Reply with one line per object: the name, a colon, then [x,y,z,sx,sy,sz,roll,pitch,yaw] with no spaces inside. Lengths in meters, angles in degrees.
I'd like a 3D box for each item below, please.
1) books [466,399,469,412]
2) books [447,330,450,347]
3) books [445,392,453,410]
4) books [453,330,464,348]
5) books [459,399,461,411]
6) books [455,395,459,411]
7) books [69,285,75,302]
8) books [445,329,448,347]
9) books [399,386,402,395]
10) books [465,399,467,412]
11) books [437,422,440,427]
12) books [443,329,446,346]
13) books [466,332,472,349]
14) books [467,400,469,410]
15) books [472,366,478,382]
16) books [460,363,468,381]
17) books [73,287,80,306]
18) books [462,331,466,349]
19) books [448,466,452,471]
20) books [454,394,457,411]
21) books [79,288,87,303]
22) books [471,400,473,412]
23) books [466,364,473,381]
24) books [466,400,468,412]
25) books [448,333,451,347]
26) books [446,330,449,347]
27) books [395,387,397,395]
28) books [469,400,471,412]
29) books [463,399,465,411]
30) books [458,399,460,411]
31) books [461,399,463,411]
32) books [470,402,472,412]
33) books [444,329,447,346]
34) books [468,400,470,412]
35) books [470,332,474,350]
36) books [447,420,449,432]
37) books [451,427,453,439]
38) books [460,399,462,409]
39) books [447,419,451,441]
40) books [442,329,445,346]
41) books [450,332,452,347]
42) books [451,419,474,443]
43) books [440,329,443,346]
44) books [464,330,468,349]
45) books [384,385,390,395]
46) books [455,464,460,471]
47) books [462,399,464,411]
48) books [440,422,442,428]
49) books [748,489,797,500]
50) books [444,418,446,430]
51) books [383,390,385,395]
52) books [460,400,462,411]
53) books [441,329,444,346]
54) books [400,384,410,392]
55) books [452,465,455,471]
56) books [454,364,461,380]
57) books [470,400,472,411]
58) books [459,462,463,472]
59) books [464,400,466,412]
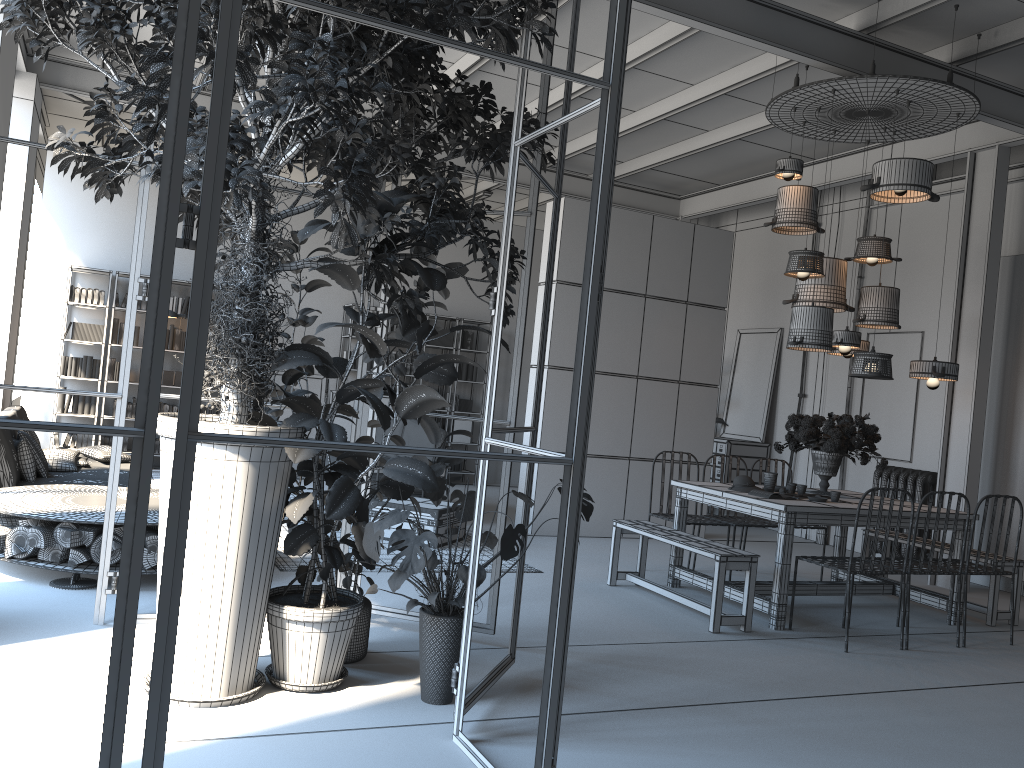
books: [-0.629,0.303,12.277,0.012,0.177,0.134,6,-1,-25]
books: [-0.890,-0.619,12.042,0.016,0.240,0.182,6,-1,-25]
books: [-0.868,0.239,12.215,0.043,0.245,0.170,6,-1,-25]
books: [-0.738,-0.632,12.172,0.048,0.299,0.243,6,-1,-25]
books: [-0.744,0.291,12.223,0.012,0.177,0.134,6,-1,-25]
books: [-0.777,0.260,12.247,0.015,0.232,0.176,6,-1,-25]
books: [-5.054,-1.024,10.188,0.037,0.209,0.284,6,-1,-25]
books: [-0.918,-0.622,12.029,0.016,0.240,0.182,6,-1,-25]
books: [-1.526,0.162,11.929,0.084,0.267,0.193,6,-1,-26]
books: [-0.660,0.300,12.262,0.012,0.177,0.134,6,-1,-25]
books: [-1.024,0.643,12.061,0.025,0.254,0.184,6,-1,-25]
books: [-0.947,-0.625,12.016,0.016,0.240,0.182,6,-1,-25]
books: [-0.626,-0.599,12.215,0.054,0.248,0.180,6,-1,-25]
books: [-0.640,0.302,12.272,0.012,0.177,0.134,6,-1,-25]
books: [-0.537,-0.152,12.268,0.057,0.244,0.180,6,-1,-25]
books: [-0.683,-0.200,12.180,0.071,0.304,0.224,6,-1,-25]
books: [-5.006,-1.006,10.202,0.062,0.205,0.272,6,-1,-25]
books: [-0.693,-0.601,12.190,0.030,0.241,0.194,6,-1,-28]
books: [-0.874,1.058,12.221,0.049,0.279,0.195,6,-1,-25]
books: [-0.818,0.253,12.234,0.053,0.229,0.162,6,-1,-17]
books: [-4.947,-1.005,10.229,0.062,0.195,0.266,6,-1,-25]
books: [-0.577,0.308,12.301,0.012,0.177,0.134,6,-1,-25]
books: [-0.612,-0.171,12.236,0.091,0.266,0.195,6,-1,-25]
books: [-0.650,0.301,12.267,0.012,0.177,0.134,6,-1,-25]
books: [-0.876,-0.618,12.049,0.016,0.240,0.182,6,-1,-25]
books: [-0.904,-0.621,12.036,0.016,0.240,0.182,6,-1,-25]
books: [-1.582,0.154,11.879,0.062,0.265,0.193,6,-1,-25]
books: [-0.608,0.305,12.287,0.012,0.177,0.134,6,-1,-25]
books: [-0.692,0.296,12.248,0.012,0.177,0.134,6,-1,-25]
books: [-0.754,0.290,12.219,0.012,0.177,0.134,6,-1,-25]
books: [-0.713,0.294,12.238,0.012,0.177,0.134,6,-1,-25]
books: [-0.587,0.307,12.296,0.012,0.177,0.134,6,-1,-25]
books: [-0.933,-0.624,12.022,0.016,0.240,0.182,6,-1,-25]
books: [-0.619,0.304,12.282,0.012,0.177,0.134,6,-1,-25]
books: [-0.580,-0.592,12.229,0.029,0.243,0.168,6,-1,-30]
books: [-0.736,0.651,12.244,0.343,0.312,0.040,6,-1,-25]
books: [-0.691,0.651,12.127,0.303,0.327,0.068,6,-1,-24]
books: [-0.733,0.292,12.228,0.012,0.177,0.134,6,-1,-25]
books: [-0.719,0.647,12.210,0.333,0.322,0.037,6,-1,-25]
books: [-0.961,-0.627,12.009,0.016,0.240,0.182,6,-1,-25]
books: [-0.862,-0.616,12.055,0.016,0.240,0.182,6,-1,-25]
books: [-0.669,0.652,12.081,0.303,0.326,0.033,6,-1,-25]
books: [-0.989,-0.630,11.996,0.016,0.240,0.182,6,-1,-25]
books: [-0.664,-0.607,12.203,0.027,0.258,0.189,6,-1,-25]
books: [-1.702,0.142,11.832,0.062,0.265,0.193,6,-1,-25]
books: [-0.779,1.067,12.258,0.061,0.283,0.207,6,-1,-25]
books: [-0.702,0.295,12.243,0.012,0.177,0.134,6,-1,-25]
books: [-1.002,0.646,12.072,0.025,0.254,0.184,6,-1,-25]
books: [1.768,0.750,6.020,0.249,0.041,0.202,6,-1,-27]
books: [-0.785,0.644,12.343,0.319,0.318,0.068,6,-1,-25]
books: [-1.758,0.136,11.799,0.062,0.265,0.193,6,-1,-25]
books: [-0.723,0.293,12.233,0.012,0.177,0.134,6,-1,-25]
books: [-0.975,-0.628,12.003,0.016,0.240,0.182,6,-1,-25]
books: [-1.457,0.147,11.959,0.071,0.303,0.222,6,-1,-25]
books: [-0.831,1.063,12.242,0.047,0.279,0.192,6,-1,-25]
books: [-0.751,-0.185,12.148,0.084,0.268,0.195,6,-1,-24]
books: [-0.598,0.306,12.292,0.012,0.177,0.134,6,-1,-25]
books: [-0.735,1.066,12.271,0.030,0.295,0.217,6,-1,-25]
books: [-0.671,0.299,12.258,0.012,0.177,0.134,6,-1,-25]
